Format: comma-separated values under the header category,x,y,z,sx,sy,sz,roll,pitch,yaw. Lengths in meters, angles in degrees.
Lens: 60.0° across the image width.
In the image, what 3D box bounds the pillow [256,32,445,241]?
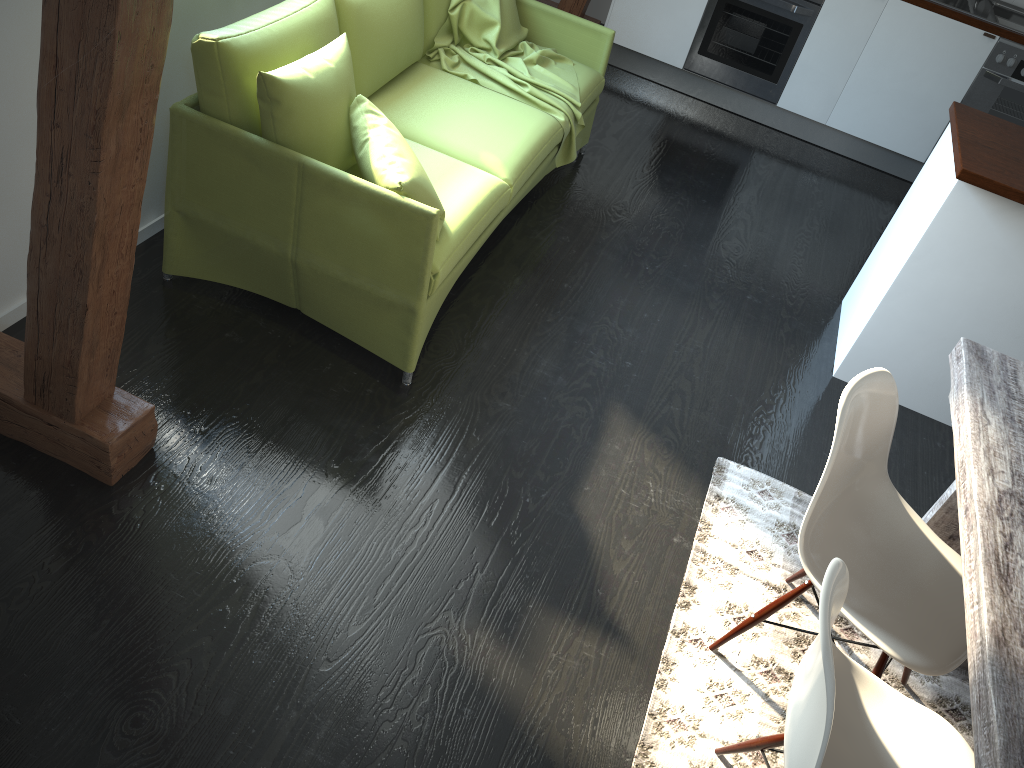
category,x,y,z,sx,sy,sz,roll,pitch,yaw
pillow,-0.417,-0.732,2.650,0.600,0.387,0.475,22,39,5

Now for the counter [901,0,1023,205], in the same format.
category,x,y,z,sx,sy,sz,roll,pitch,yaw
counter,1.953,-1.510,4.004,3.365,0.038,3.085,24,40,7

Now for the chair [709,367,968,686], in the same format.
category,x,y,z,sx,sy,sz,roll,pitch,yaw
chair,0.855,0.435,2.107,0.465,0.801,0.542,-24,55,-39

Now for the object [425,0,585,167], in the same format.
category,x,y,z,sx,sy,sz,roll,pitch,yaw
object,0.043,-1.360,3.829,0.722,0.493,0.711,21,39,3

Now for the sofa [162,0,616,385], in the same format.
category,x,y,z,sx,sy,sz,roll,pitch,yaw
sofa,-0.291,-1.047,3.373,0.898,0.825,2.093,23,40,6

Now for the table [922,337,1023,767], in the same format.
category,x,y,z,sx,sy,sz,roll,pitch,yaw
table,1.162,1.033,1.541,1.141,0.788,2.421,24,40,7

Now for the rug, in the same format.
category,x,y,z,sx,sy,sz,roll,pitch,yaw
rug,1.074,1.332,1.769,1.898,0.022,2.677,24,40,7

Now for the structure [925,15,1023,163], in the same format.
category,x,y,z,sx,sy,sz,roll,pitch,yaw
structure,2.798,-1.532,4.960,0.612,0.725,0.582,24,40,7

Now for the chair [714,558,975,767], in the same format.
category,x,y,z,sx,sy,sz,roll,pitch,yaw
chair,0.652,0.748,1.666,0.542,0.801,0.465,25,40,8

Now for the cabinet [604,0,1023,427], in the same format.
category,x,y,z,sx,sy,sz,roll,pitch,yaw
cabinet,2.420,-1.556,3.793,4.208,2.369,3.033,24,40,7

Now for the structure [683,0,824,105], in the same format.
category,x,y,z,sx,sy,sz,roll,pitch,yaw
structure,1.471,-2.179,5.211,0.583,0.725,0.749,24,40,7

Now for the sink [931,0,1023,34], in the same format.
category,x,y,z,sx,sy,sz,roll,pitch,yaw
sink,2.609,-2.151,4.795,0.963,0.519,0.671,24,40,7

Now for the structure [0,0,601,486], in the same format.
category,x,y,z,sx,sy,sz,roll,pitch,yaw
structure,-1.672,0.361,0.331,1.023,1.963,12.350,24,40,7
